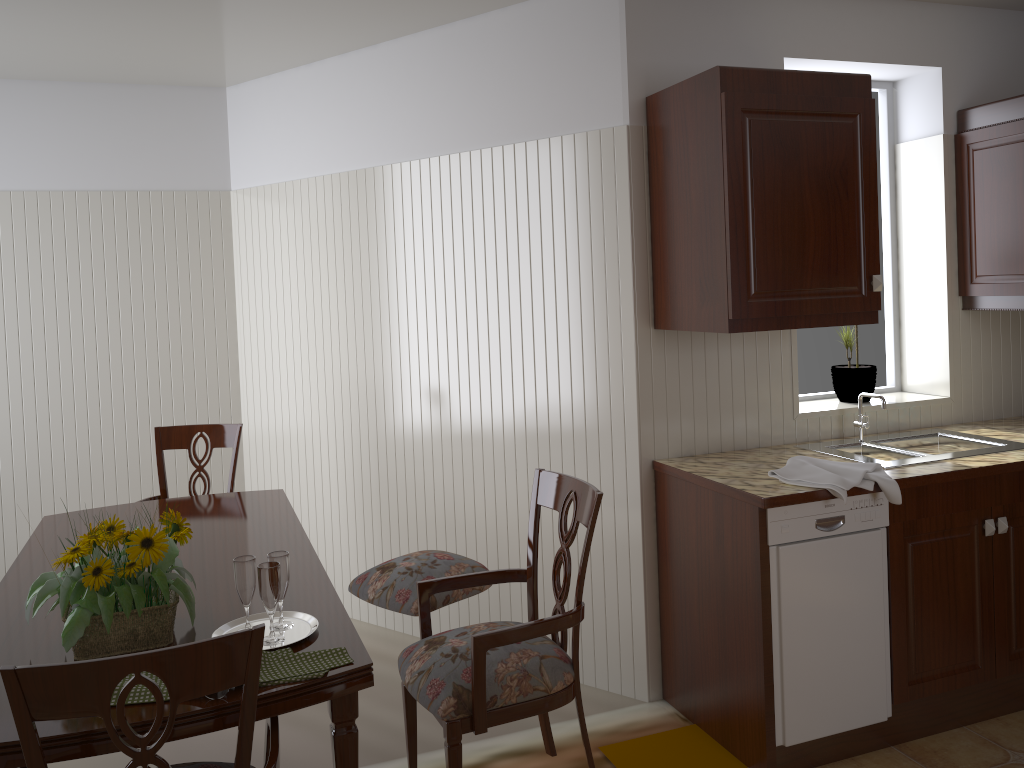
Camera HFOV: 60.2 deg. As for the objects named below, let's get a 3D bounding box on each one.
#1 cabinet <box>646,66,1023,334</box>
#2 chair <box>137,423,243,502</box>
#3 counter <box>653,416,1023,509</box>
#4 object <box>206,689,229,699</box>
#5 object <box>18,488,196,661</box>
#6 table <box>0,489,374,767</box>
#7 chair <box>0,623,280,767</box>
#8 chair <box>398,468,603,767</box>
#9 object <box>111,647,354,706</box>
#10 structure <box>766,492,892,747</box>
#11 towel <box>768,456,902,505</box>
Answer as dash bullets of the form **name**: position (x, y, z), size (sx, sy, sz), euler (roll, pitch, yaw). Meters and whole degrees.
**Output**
- **cabinet**: position (1.587, -0.505, 1.910), size (1.370, 0.776, 2.790), euler (-4, 6, -20)
- **chair**: position (-1.188, 0.551, 3.197), size (0.404, 0.743, 0.461), euler (-2, 3, 2)
- **counter**: position (1.811, 0.325, 2.003), size (1.827, 0.032, 2.792), euler (-5, 7, -20)
- **object**: position (-0.498, 0.490, 1.530), size (0.046, 0.046, 0.147), euler (-3, 6, -7)
- **object**: position (-0.785, 0.367, 1.745), size (0.319, 0.336, 0.299), euler (-4, 4, -28)
- **table**: position (-0.851, 0.735, 2.190), size (0.736, 0.556, 1.683), euler (-4, 6, -20)
- **chair**: position (-0.570, 0.717, 1.420), size (0.405, 0.743, 0.460), euler (-3, 3, -20)
- **chair**: position (-0.028, 0.622, 2.095), size (0.460, 0.744, 0.405), euler (-4, 3, -23)
- **object**: position (-0.544, 0.488, 1.538), size (0.528, 0.056, 0.167), euler (-3, 6, -7)
- **structure**: position (0.859, 0.682, 2.709), size (0.425, 0.745, 0.380), euler (-3, 3, -20)
- **towel**: position (0.965, 0.287, 2.603), size (0.343, 0.097, 0.331), euler (1, 7, 33)
